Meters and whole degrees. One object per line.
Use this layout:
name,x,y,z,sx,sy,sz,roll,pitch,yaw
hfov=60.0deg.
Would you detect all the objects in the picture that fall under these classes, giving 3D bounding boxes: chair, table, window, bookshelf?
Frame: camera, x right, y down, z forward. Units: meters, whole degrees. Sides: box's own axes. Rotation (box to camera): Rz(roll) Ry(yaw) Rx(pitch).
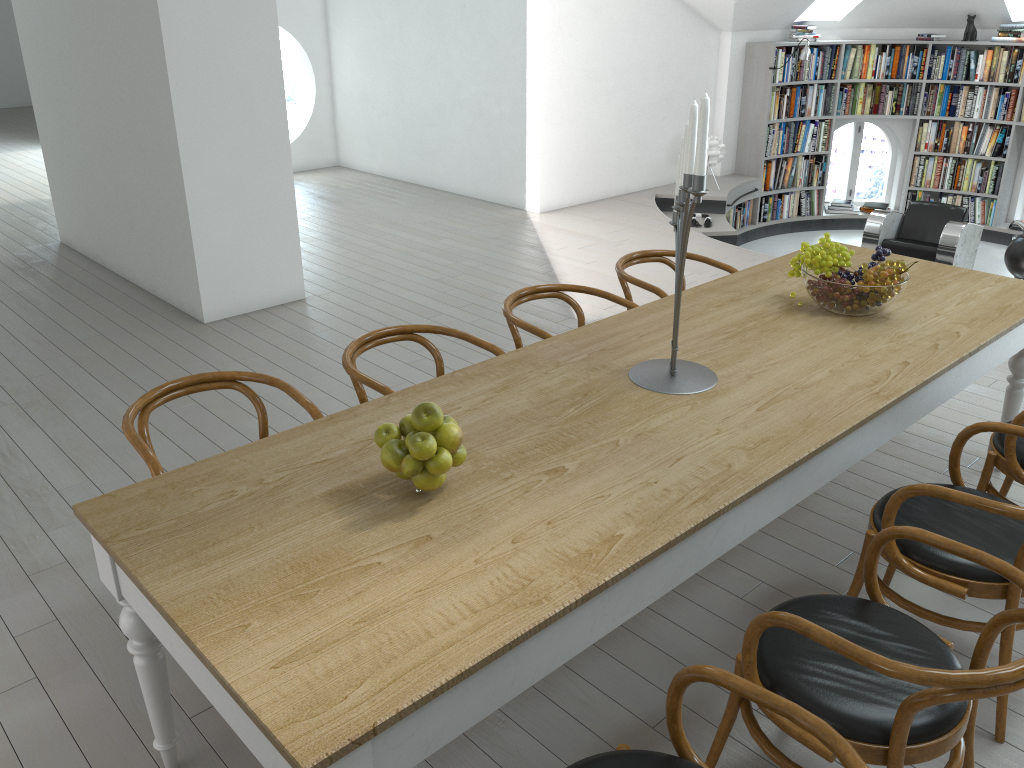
chair,3.807,-1.289,8.260,0.827,0.712,0.745,19,30,38
table,0.575,0.319,2.869,3.365,0.790,1.024,-21,31,-38
chair,0.818,0.736,2.011,0.529,0.727,0.625,-18,29,-36
chair,1.312,0.513,2.507,0.624,0.727,0.530,21,31,40
chair,-0.286,0.222,3.186,0.624,0.727,0.530,20,30,39
chair,0.259,0.021,3.631,0.530,0.727,0.625,-20,30,-38
window,4.971,-2.371,9.857,3.241,1.139,0.622,15,27,30
chair,0.280,0.937,1.565,0.624,0.727,0.530,21,31,40
chair,-0.864,0.405,2.781,0.529,0.727,0.625,-18,29,-36
chair,0.766,-0.195,4.113,0.529,0.727,0.625,-18,29,-36
chair,1.885,0.327,2.920,0.530,0.727,0.625,-20,30,-38
bookshelf,4.691,-2.363,8.812,2.119,1.860,4.358,-20,31,-38

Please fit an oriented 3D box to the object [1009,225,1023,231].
object,5.506,-1.675,9.510,0.214,0.036,0.228,-11,26,-23

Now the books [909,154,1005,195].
books,4.942,-2.327,9.775,1.035,0.354,0.295,14,27,30

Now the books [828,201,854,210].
books,3.847,-2.087,10.364,0.269,0.031,0.288,10,26,22

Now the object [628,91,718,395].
object,0.455,-0.392,2.438,0.266,0.866,0.782,8,25,20

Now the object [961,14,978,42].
object,4.813,-3.721,9.265,0.148,0.262,0.203,20,31,40

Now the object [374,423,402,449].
object,-0.287,0.122,2.051,0.063,0.063,0.063,4,24,9

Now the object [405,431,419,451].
object,-0.216,0.133,2.004,0.053,0.050,0.053,7,24,17

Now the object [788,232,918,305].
object,1.199,-0.395,3.154,0.394,0.281,0.295,4,24,11

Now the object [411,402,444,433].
object,-0.193,0.076,2.016,0.073,0.073,0.073,-20,30,-38

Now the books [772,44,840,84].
books,3.033,-3.423,9.459,1.035,0.357,0.303,-12,26,-24

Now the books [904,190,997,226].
books,4.927,-1.997,9.919,1.022,0.303,0.290,14,27,29

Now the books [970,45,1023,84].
books,5.390,-3.190,8.895,0.395,0.363,1.576,-17,29,-33

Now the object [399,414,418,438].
object,-0.234,0.099,2.062,0.053,0.056,0.058,-12,26,-26

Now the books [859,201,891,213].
books,4.202,-2.029,10.247,0.293,0.098,0.320,-20,30,-37

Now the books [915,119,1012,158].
books,4.928,-2.682,9.632,1.000,0.348,0.300,13,27,28

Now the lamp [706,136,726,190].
lamp,1.977,-2.228,8.932,0.306,0.519,0.308,16,28,33

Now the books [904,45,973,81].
books,4.575,-3.463,9.547,0.683,0.342,0.267,10,25,22

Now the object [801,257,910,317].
object,1.206,-0.326,3.151,0.361,0.158,0.363,12,26,25

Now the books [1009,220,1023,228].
books,5.505,-1.703,9.498,0.269,0.029,0.255,17,29,34

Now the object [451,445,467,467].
object,-0.135,0.165,2.065,0.060,0.055,0.060,19,30,38

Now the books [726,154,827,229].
books,2.816,-2.154,9.818,1.646,0.688,0.393,-15,27,-30

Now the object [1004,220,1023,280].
object,3.717,-0.928,6.355,0.320,0.556,0.324,8,24,19

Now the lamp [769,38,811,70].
lamp,2.837,-3.348,8.991,0.416,0.308,0.117,21,31,40

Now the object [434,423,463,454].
object,-0.145,0.124,2.023,0.066,0.070,0.073,6,24,15

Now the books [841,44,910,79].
books,3.903,-3.518,9.654,0.792,0.369,0.272,0,23,1

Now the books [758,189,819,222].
books,3.086,-2.056,10.061,0.920,0.316,0.285,-11,25,-22

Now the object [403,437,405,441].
object,-0.223,0.127,2.108,0.071,0.071,0.071,4,24,11

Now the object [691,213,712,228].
object,1.791,-1.557,8.443,0.218,0.081,0.478,4,24,9

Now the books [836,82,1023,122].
books,4.678,-3.016,9.476,2.534,0.367,0.596,12,26,26

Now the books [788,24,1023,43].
books,4.360,-3.665,9.250,2.817,0.172,0.755,7,25,16

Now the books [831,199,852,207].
books,3.847,-2.116,10.352,0.214,0.036,0.228,10,26,22

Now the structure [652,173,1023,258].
structure,3.682,-1.274,8.243,4.709,0.686,4.760,1,24,2

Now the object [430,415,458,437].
object,-0.162,0.111,2.095,0.071,0.063,0.072,19,30,37

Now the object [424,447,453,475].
object,-0.165,0.173,1.983,0.062,0.059,0.062,-18,29,-35

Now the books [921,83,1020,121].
books,4.948,-3.043,9.520,1.031,0.355,0.303,15,27,30

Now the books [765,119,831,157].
books,3.043,-2.712,9.723,1.022,0.355,0.263,-11,25,-23

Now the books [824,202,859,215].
books,3.847,-2.056,10.377,0.366,0.041,0.392,5,25,13

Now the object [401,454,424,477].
object,-0.222,0.181,1.977,0.051,0.052,0.053,17,29,35

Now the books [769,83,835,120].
books,3.045,-3.077,9.625,1.090,0.344,0.305,-12,26,-25

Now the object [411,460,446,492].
object,-0.191,0.207,2.030,0.080,0.073,0.079,1,23,2

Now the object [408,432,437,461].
object,-0.197,0.138,1.954,0.062,0.059,0.062,-20,30,-38

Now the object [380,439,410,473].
object,-0.261,0.163,2.013,0.076,0.076,0.077,5,24,13

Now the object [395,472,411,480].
object,-0.246,0.193,2.079,0.064,0.063,0.064,-14,27,-29
